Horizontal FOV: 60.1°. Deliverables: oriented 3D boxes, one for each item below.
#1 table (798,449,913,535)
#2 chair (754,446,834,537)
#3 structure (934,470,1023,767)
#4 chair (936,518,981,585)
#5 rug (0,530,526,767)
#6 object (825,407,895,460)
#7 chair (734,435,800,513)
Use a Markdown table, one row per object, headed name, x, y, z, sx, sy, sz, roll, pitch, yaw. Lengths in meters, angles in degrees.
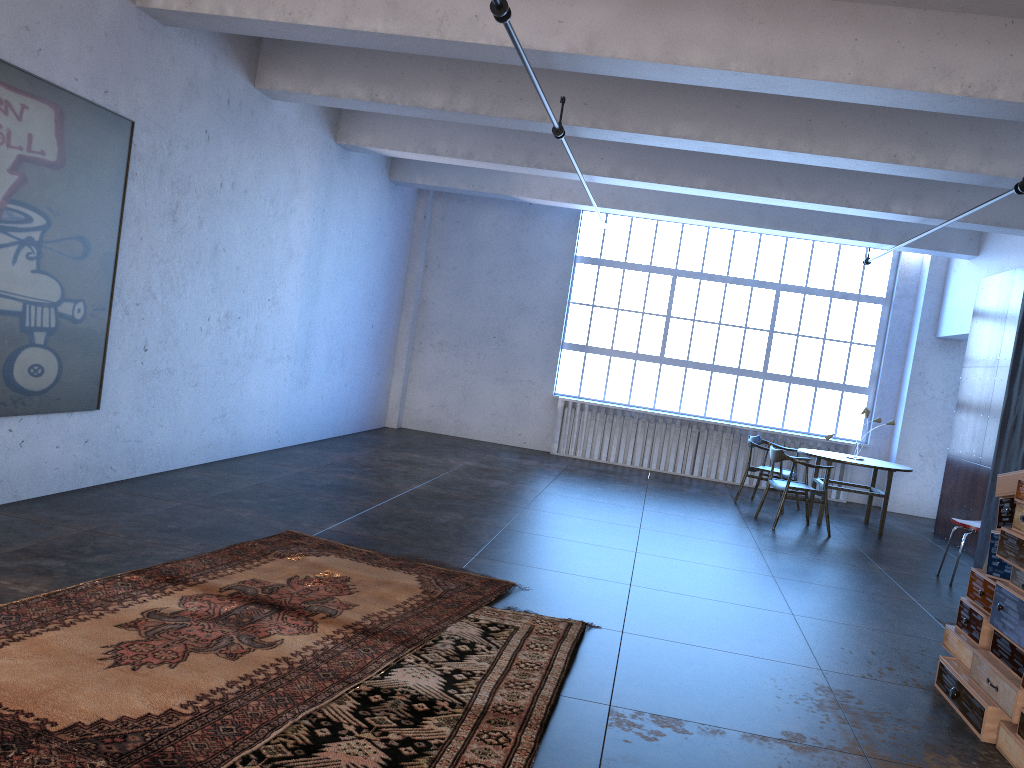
| name | x | y | z | sx | sy | sz | roll | pitch | yaw |
| --- | --- | --- | --- | --- | --- | --- | --- | --- | --- |
| table | 4.005 | 1.309 | 10.544 | 1.338 | 0.852 | 1.280 | 7 | 3 | -38 |
| chair | 3.118 | 1.160 | 9.686 | 0.676 | 0.865 | 0.724 | 8 | 3 | -4 |
| structure | 2.572 | 1.074 | 4.106 | 0.634 | 1.316 | 1.924 | 9 | 3 | 9 |
| chair | 4.269 | 1.345 | 7.915 | 0.652 | 0.988 | 0.430 | 9 | 3 | 8 |
| rug | -1.260 | 1.121 | 4.344 | 1.852 | 0.048 | 3.566 | 9 | 3 | 18 |
| object | 4.116 | 0.576 | 10.488 | 0.768 | 0.625 | 0.241 | 9 | 3 | 10 |
| chair | 3.255 | 1.121 | 11.092 | 0.659 | 0.865 | 0.743 | 11 | 4 | 35 |
